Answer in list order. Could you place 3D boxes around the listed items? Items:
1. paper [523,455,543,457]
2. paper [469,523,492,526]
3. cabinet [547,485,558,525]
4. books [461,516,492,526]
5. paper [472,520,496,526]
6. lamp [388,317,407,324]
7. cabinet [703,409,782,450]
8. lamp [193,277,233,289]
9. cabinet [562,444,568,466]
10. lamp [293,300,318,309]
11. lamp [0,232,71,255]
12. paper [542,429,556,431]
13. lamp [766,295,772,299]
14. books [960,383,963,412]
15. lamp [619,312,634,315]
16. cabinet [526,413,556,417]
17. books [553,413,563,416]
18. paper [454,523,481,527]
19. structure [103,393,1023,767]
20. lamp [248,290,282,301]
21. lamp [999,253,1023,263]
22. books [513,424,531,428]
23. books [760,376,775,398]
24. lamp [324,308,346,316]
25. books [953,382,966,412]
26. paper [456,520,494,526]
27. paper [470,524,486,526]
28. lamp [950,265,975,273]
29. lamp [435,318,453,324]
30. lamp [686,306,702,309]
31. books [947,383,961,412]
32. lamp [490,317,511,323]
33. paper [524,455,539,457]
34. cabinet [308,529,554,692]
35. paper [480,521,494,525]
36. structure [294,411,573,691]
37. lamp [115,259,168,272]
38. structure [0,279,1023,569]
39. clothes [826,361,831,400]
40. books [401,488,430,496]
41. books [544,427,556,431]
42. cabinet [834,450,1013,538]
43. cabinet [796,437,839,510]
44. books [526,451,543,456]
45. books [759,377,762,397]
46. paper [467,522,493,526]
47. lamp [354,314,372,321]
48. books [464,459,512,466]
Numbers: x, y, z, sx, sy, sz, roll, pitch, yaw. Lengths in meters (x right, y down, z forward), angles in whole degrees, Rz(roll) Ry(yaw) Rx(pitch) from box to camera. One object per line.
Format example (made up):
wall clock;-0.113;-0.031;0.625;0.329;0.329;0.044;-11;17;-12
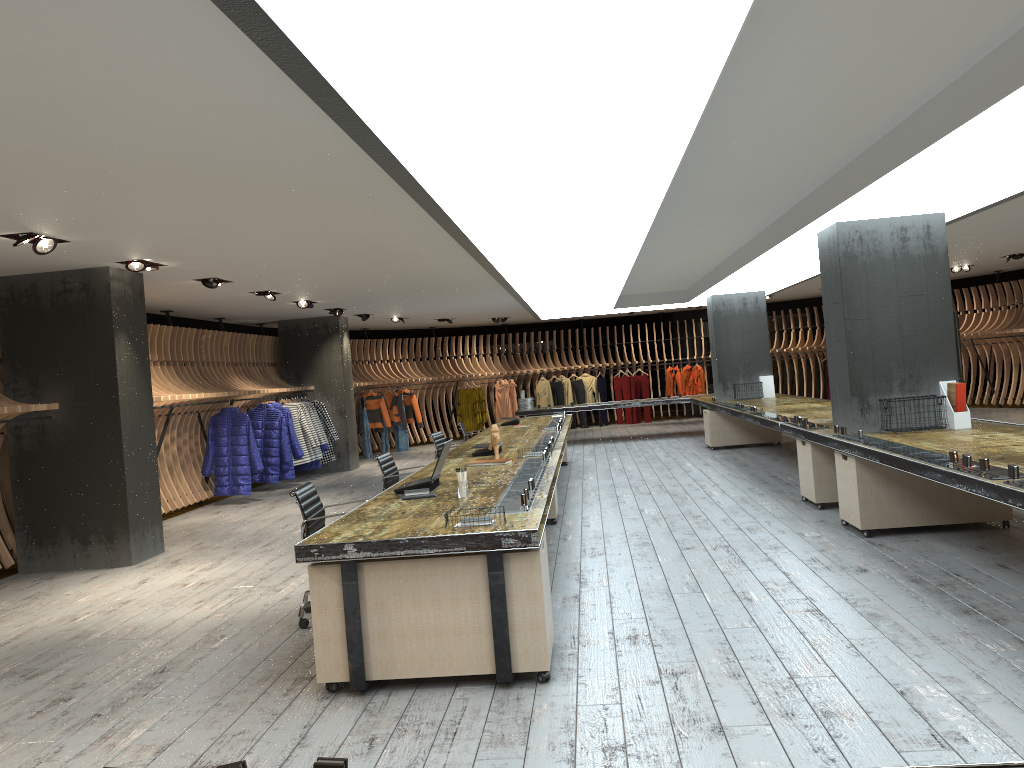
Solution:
paper;0.185;0.627;7.744;0.176;0.003;0.130;-5;1;3
paper;-0.180;0.689;4.394;0.176;0.004;0.130;-5;1;9
cabinet;-0.129;1.079;8.871;1.131;0.630;0.593;-5;0;5
books;-0.175;0.675;4.390;0.155;0.025;0.110;-5;1;0
paper;-0.179;0.690;4.394;0.176;0.004;0.130;-5;1;13
lamp;-2.266;-1.345;17.676;0.269;0.296;0.493;-5;0;24
cabinet;3.748;0.704;14.459;1.131;0.630;0.593;-5;0;5
lamp;-3.301;-1.180;9.805;0.269;0.292;0.493;-5;0;5
cabinet;0.301;0.989;14.060;1.131;0.630;0.593;-5;0;5
lamp;-3.036;-1.238;12.984;0.269;0.286;0.493;-5;0;5
lamp;-3.566;-1.126;6.626;0.269;0.288;0.493;-5;0;5
paper;0.469;0.565;10.955;0.176;0.004;0.130;-5;1;11
lamp;5.712;-2.024;20.206;0.492;0.292;0.269;-4;0;37
books;3.657;0.174;7.294;0.048;0.368;0.215;-5;0;5
lamp;2.713;-1.787;21.062;0.492;0.296;0.269;-5;0;-2
cabinet;0.611;0.925;17.749;0.593;0.630;1.132;-5;0;5
books;0.747;0.495;14.319;0.155;0.025;0.110;-5;1;0
paper;-0.193;0.693;4.390;0.176;0.003;0.130;-5;1;3
structure;1.811;0.813;8.990;4.835;0.844;18.477;-5;1;5
lamp;-3.168;-1.206;11.394;0.269;0.294;0.493;-5;0;5
lamp;8.344;-2.181;14.738;0.269;0.291;0.492;-5;0;1
books;0.142;0.573;12.161;0.213;0.026;0.366;-5;1;5
books;4.258;0.049;14.768;0.215;0.368;0.073;-5;0;5
lamp;-2.904;-1.263;14.573;0.269;0.292;0.493;-5;0;5
books;3.679;0.172;7.293;0.048;0.368;0.215;-5;0;5
paper;-0.180;0.688;4.394;0.176;0.004;0.130;-5;1;11
paper;-0.180;0.690;4.394;0.176;0.004;0.130;-5;1;9
lamp;8.267;-2.193;16.329;0.269;0.287;0.492;-5;0;-15
lamp;-1.434;-1.429;19.025;0.269;0.293;0.493;-5;0;37
lamp;4.278;-1.911;20.880;0.492;0.298;0.269;-5;0;14
books;3.636;0.175;7.296;0.048;0.368;0.215;-5;0;5
lamp;-0.275;-1.533;20.110;0.493;0.297;0.269;-5;0;-35
paper;0.199;0.622;7.747;0.176;0.004;0.130;-5;1;12
cabinet;-0.379;1.145;4.538;1.131;0.630;0.593;-5;0;5
paper;-0.180;0.688;4.394;0.176;0.004;0.130;-5;1;10
structure;0.004;0.956;9.356;1.162;0.844;10.452;-5;1;5
lamp;-3.433;-1.150;8.216;0.269;0.296;0.493;-5;0;5
structure;2.053;-0.032;4.885;14.880;2.440;36.558;-5;1;5
clothes;7.478;-0.079;20.537;0.444;1.129;0.127;-5;0;2
books;-0.621;0.690;5.658;0.186;0.027;0.112;-5;1;-10
books;0.473;0.553;10.952;0.155;0.025;0.110;-5;1;0
cabinet;3.254;0.823;7.066;1.131;0.630;0.593;-5;0;5
cabinet;3.367;0.799;8.414;1.131;0.630;0.593;-5;0;5
books;0.204;0.609;7.744;0.155;0.025;0.110;-5;1;0
books;4.264;0.048;14.837;0.215;0.368;0.047;-5;0;5
paper;-0.180;0.689;4.394;0.176;0.004;0.130;-5;1;10
lamp;-2.712;-1.295;16.154;0.269;0.292;0.493;-5;0;11
books;-0.200;0.652;7.357;0.366;0.026;0.213;-4;1;15
